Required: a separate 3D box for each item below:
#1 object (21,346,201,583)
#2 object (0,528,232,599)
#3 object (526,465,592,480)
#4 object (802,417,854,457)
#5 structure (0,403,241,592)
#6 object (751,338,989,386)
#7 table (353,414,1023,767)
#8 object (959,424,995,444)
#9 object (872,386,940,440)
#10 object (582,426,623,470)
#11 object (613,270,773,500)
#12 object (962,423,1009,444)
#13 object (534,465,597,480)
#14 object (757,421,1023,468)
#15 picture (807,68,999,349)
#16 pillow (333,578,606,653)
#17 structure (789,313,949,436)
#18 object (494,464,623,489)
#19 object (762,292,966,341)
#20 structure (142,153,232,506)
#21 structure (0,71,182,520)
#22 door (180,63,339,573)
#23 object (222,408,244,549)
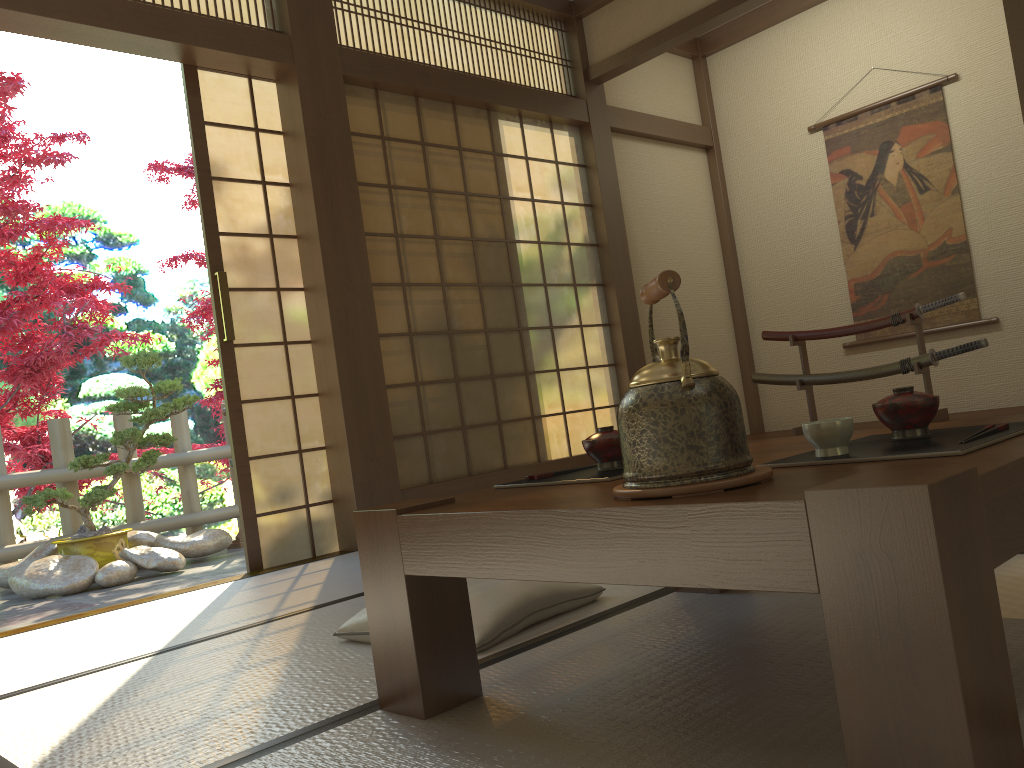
[{"bbox_3d":[-2.391,0.469,5.373,1.032,1.362,0.586,-8,-3,-17],"label":"object"},{"bbox_3d":[-2.343,1.018,5.303,1.147,0.276,1.260,-10,-3,42],"label":"object"},{"bbox_3d":[0.102,0.179,1.824,0.200,0.008,0.008,-6,-3,-43],"label":"object"},{"bbox_3d":[0.480,0.081,1.340,0.074,0.052,0.073,-8,-2,0],"label":"object"},{"bbox_3d":[-2.824,0.763,5.792,7.456,1.136,0.245,-6,-3,-44],"label":"structure"},{"bbox_3d":[1.965,-0.089,5.002,0.100,0.144,1.369,-6,-3,-42],"label":"object"},{"bbox_3d":[0.443,0.296,1.544,1.000,0.350,1.000,-6,-3,-44],"label":"table"},{"bbox_3d":[0.683,0.073,1.302,0.008,0.008,0.200,-10,-3,40],"label":"object"},{"bbox_3d":[0.633,0.045,1.421,0.100,0.080,0.100,-6,-3,-44],"label":"object"},{"bbox_3d":[0.187,0.123,1.717,0.100,0.080,0.100,-6,-3,-44],"label":"object"},{"bbox_3d":[0.226,-0.002,1.236,0.226,0.296,0.219,-10,-3,41],"label":"object"},{"bbox_3d":[0.690,0.071,1.291,0.008,0.008,0.200,-11,-3,44],"label":"object"},{"bbox_3d":[0.114,0.177,1.810,0.008,0.008,0.200,-10,-3,42],"label":"object"},{"bbox_3d":[0.619,0.093,1.383,0.400,0.007,0.300,-6,-3,-44],"label":"object"},{"bbox_3d":[2.398,-1.147,5.565,0.038,1.725,0.952,-6,-3,-44],"label":"picture"},{"bbox_3d":[-0.103,0.542,2.175,0.486,0.107,0.496,-10,-3,40],"label":"pillow"},{"bbox_3d":[1.989,-0.041,5.044,0.446,0.604,0.712,-6,-3,-44],"label":"structure"},{"bbox_3d":[0.209,0.169,1.769,0.400,0.007,0.300,-6,-3,-44],"label":"object"},{"bbox_3d":[1.943,-0.341,4.994,0.086,0.121,1.186,-6,-3,-42],"label":"object"},{"bbox_3d":[-1.639,-0.705,8.427,3.045,4.004,3.412,-6,-3,-41],"label":"structure"},{"bbox_3d":[-4.158,-0.445,5.903,3.412,4.004,3.045,-8,-2,-11],"label":"structure"},{"bbox_3d":[-0.591,-0.361,4.483,1.894,2.380,0.073,-6,-3,-44],"label":"door"},{"bbox_3d":[-1.502,0.517,5.966,1.045,1.061,0.368,-9,-3,25],"label":"object"}]
